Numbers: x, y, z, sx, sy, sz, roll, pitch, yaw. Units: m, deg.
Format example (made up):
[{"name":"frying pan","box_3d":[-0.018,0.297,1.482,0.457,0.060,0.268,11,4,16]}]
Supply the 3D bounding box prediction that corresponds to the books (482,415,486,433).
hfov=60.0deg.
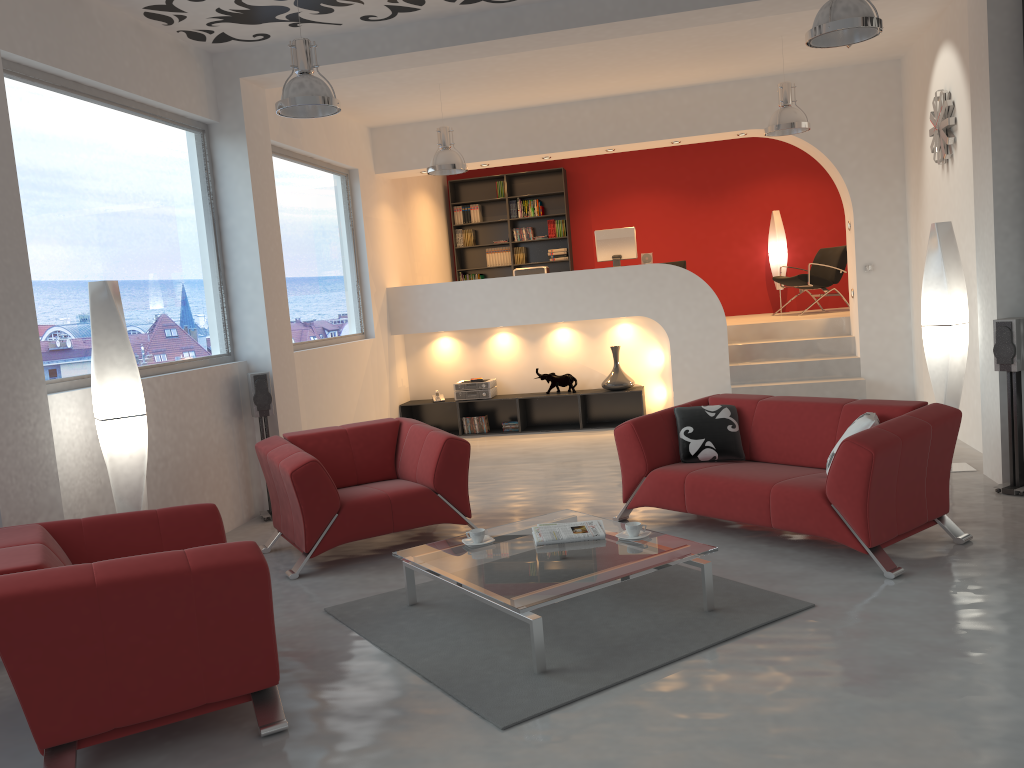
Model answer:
[{"name":"books","box_3d":[-0.304,0.453,10.112,0.031,0.190,0.135,-4,6,12]}]

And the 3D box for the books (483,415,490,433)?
[{"name":"books","box_3d":[-0.289,0.452,10.109,0.031,0.190,0.135,-4,6,12]}]

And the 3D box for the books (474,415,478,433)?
[{"name":"books","box_3d":[-0.391,0.459,10.131,0.031,0.190,0.135,-4,6,12]}]

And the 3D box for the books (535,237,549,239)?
[{"name":"books","box_3d":[0.426,-2.052,12.477,0.190,0.015,0.135,-4,6,12]}]

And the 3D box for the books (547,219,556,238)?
[{"name":"books","box_3d":[0.566,-2.165,12.427,0.090,0.256,0.181,-4,6,12]}]

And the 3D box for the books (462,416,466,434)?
[{"name":"books","box_3d":[-0.538,0.468,10.163,0.031,0.190,0.135,-4,6,12]}]

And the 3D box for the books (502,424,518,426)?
[{"name":"books","box_3d":[-0.004,0.457,10.094,0.190,0.015,0.135,-4,6,12]}]

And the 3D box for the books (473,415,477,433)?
[{"name":"books","box_3d":[-0.406,0.460,10.134,0.031,0.190,0.135,-4,6,12]}]

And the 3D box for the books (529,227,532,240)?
[{"name":"books","box_3d":[0.275,-2.114,12.501,0.031,0.190,0.135,-4,6,12]}]

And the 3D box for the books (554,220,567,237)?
[{"name":"books","box_3d":[0.684,-2.165,12.401,0.146,0.240,0.170,-4,6,12]}]

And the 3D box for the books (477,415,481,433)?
[{"name":"books","box_3d":[-0.362,0.457,10.125,0.031,0.190,0.135,-4,6,12]}]

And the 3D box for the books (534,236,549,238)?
[{"name":"books","box_3d":[0.415,-2.066,12.478,0.190,0.015,0.135,-3,6,17]}]

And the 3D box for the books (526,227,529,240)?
[{"name":"books","box_3d":[0.231,-2.112,12.511,0.031,0.190,0.135,-4,6,12]}]

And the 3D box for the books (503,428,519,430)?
[{"name":"books","box_3d":[0.009,0.500,10.104,0.190,0.015,0.135,-4,6,12]}]

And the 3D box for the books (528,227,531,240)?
[{"name":"books","box_3d":[0.260,-2.114,12.504,0.031,0.190,0.135,-4,6,12]}]

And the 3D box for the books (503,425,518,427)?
[{"name":"books","box_3d":[0.002,0.471,10.102,0.190,0.015,0.135,-4,6,12]}]

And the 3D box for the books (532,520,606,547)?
[{"name":"books","box_3d":[0.282,0.748,4.474,0.367,0.035,0.345,-5,6,2]}]

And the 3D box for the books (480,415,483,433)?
[{"name":"books","box_3d":[-0.333,0.455,10.118,0.031,0.190,0.135,-4,6,12]}]

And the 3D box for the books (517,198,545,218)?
[{"name":"books","box_3d":[0.264,-2.474,12.430,0.341,0.286,0.231,-4,6,12]}]

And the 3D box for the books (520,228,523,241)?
[{"name":"books","box_3d":[0.143,-2.106,12.530,0.031,0.190,0.135,-4,6,12]}]

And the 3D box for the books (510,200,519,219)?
[{"name":"books","box_3d":[0.039,-2.447,12.504,0.090,0.256,0.181,-4,6,12]}]

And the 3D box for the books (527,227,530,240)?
[{"name":"books","box_3d":[0.246,-2.113,12.508,0.031,0.190,0.135,-4,6,12]}]

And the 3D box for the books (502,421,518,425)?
[{"name":"books","box_3d":[-0.014,0.442,10.102,0.190,0.015,0.135,-4,6,7]}]

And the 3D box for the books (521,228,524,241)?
[{"name":"books","box_3d":[0.158,-2.107,12.527,0.031,0.190,0.135,-4,6,12]}]

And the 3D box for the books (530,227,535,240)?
[{"name":"books","box_3d":[0.289,-2.115,12.498,0.031,0.190,0.135,-4,6,12]}]

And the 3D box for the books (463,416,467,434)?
[{"name":"books","box_3d":[-0.523,0.467,10.159,0.031,0.190,0.135,-4,6,12]}]

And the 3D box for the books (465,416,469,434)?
[{"name":"books","box_3d":[-0.494,0.465,10.153,0.031,0.190,0.135,-4,6,12]}]

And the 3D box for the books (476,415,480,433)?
[{"name":"books","box_3d":[-0.377,0.458,10.128,0.031,0.190,0.135,-4,6,12]}]

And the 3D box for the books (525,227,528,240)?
[{"name":"books","box_3d":[0.216,-2.111,12.514,0.031,0.190,0.135,-4,6,12]}]

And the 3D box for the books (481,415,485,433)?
[{"name":"books","box_3d":[-0.318,0.454,10.115,0.031,0.190,0.135,-4,6,12]}]

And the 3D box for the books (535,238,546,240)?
[{"name":"books","box_3d":[0.421,-2.037,12.480,0.190,0.015,0.135,-4,6,7]}]

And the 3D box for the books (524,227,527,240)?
[{"name":"books","box_3d":[0.202,-2.110,12.517,0.031,0.190,0.135,-4,6,12]}]

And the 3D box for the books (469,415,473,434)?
[{"name":"books","box_3d":[-0.450,0.462,10.144,0.031,0.190,0.135,-4,6,12]}]

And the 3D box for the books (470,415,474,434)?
[{"name":"books","box_3d":[-0.435,0.462,10.140,0.031,0.190,0.135,-4,6,12]}]

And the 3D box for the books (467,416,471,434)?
[{"name":"books","box_3d":[-0.479,0.464,10.150,0.031,0.190,0.135,-4,6,12]}]

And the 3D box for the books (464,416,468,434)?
[{"name":"books","box_3d":[-0.509,0.466,10.156,0.031,0.190,0.135,-4,6,12]}]

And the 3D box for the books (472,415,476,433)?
[{"name":"books","box_3d":[-0.421,0.461,10.137,0.031,0.190,0.135,-4,6,12]}]

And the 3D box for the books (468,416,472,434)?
[{"name":"books","box_3d":[-0.465,0.463,10.147,0.031,0.190,0.135,-4,6,12]}]

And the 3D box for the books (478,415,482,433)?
[{"name":"books","box_3d":[-0.348,0.456,10.121,0.031,0.190,0.135,-4,6,12]}]

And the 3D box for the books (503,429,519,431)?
[{"name":"books","box_3d":[0.004,0.515,10.106,0.190,0.015,0.135,-4,6,7]}]

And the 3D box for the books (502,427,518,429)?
[{"name":"books","box_3d":[-0.002,0.486,10.104,0.190,0.015,0.135,-3,6,17]}]

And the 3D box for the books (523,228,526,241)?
[{"name":"books","box_3d":[0.187,-2.109,12.520,0.031,0.190,0.135,-4,6,12]}]
